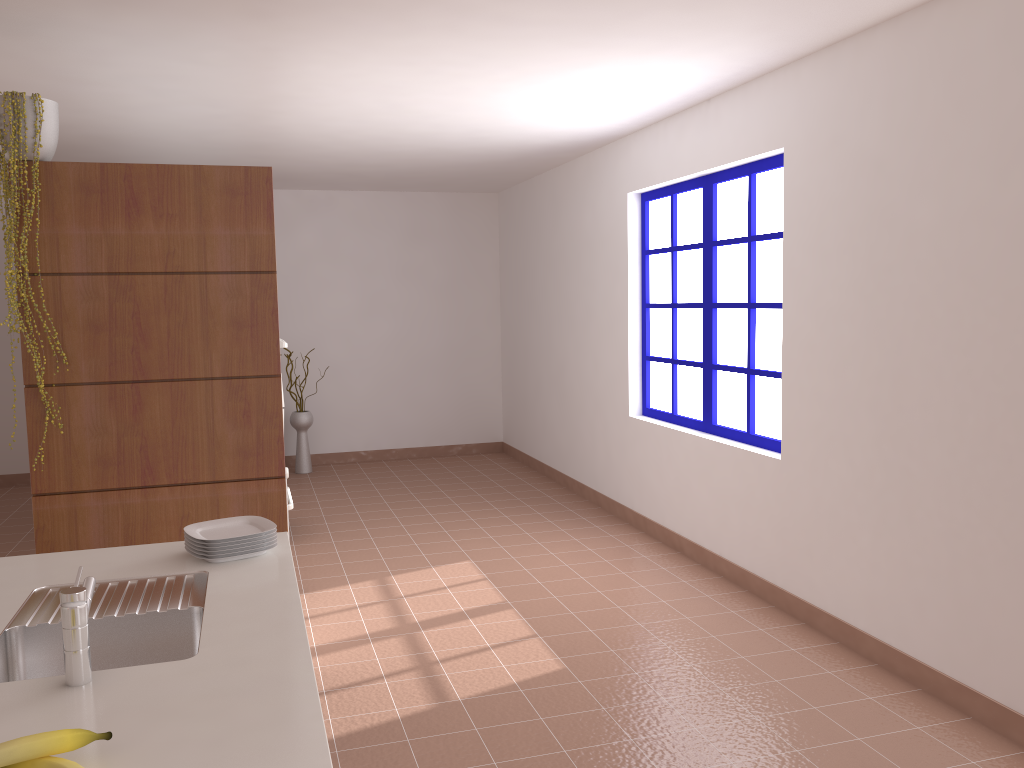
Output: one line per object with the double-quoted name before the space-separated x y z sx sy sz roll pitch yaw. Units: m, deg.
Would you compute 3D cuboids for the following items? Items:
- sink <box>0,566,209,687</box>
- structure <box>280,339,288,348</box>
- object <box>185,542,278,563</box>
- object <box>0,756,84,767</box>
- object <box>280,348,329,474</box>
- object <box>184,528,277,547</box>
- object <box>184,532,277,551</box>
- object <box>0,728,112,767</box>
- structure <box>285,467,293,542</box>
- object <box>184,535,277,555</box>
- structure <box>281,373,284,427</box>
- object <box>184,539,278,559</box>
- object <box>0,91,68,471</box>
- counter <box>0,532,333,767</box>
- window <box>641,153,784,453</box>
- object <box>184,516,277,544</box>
"sink" -0.878 0.510 1.912 0.404 0.368 0.668 -3 6 -17
"structure" -1.108 -0.143 4.237 0.056 0.454 0.614 -3 6 -17
"object" -0.771 0.453 2.438 0.228 0.020 0.228 -5 7 -35
"object" -0.658 0.555 1.267 0.207 0.033 0.060 2 6 28
"object" -1.877 0.229 7.756 0.655 1.112 0.284 -1 5 3
"object" -0.772 0.413 2.434 0.228 0.020 0.228 -5 7 -35
"object" -0.772 0.423 2.435 0.228 0.020 0.228 -5 7 -35
"object" -0.684 0.527 1.281 0.207 0.055 0.047 -6 7 -40
"structure" -1.098 0.702 4.318 0.058 0.592 0.596 -3 6 -16
"object" -0.772 0.433 2.436 0.228 0.020 0.228 -5 7 -35
"structure" -1.520 -0.013 5.678 0.089 1.862 0.604 -3 6 -17
"object" -0.771 0.443 2.437 0.228 0.020 0.228 -5 7 -35
"object" -1.755 -0.356 3.199 0.279 1.344 0.297 2 6 33
"counter" -0.747 0.949 1.549 0.821 0.800 2.156 -3 6 -17
"window" 1.100 -0.436 4.934 0.035 1.430 1.699 -3 6 -17
"object" -0.772 0.403 2.433 0.228 0.020 0.228 -5 7 -35
